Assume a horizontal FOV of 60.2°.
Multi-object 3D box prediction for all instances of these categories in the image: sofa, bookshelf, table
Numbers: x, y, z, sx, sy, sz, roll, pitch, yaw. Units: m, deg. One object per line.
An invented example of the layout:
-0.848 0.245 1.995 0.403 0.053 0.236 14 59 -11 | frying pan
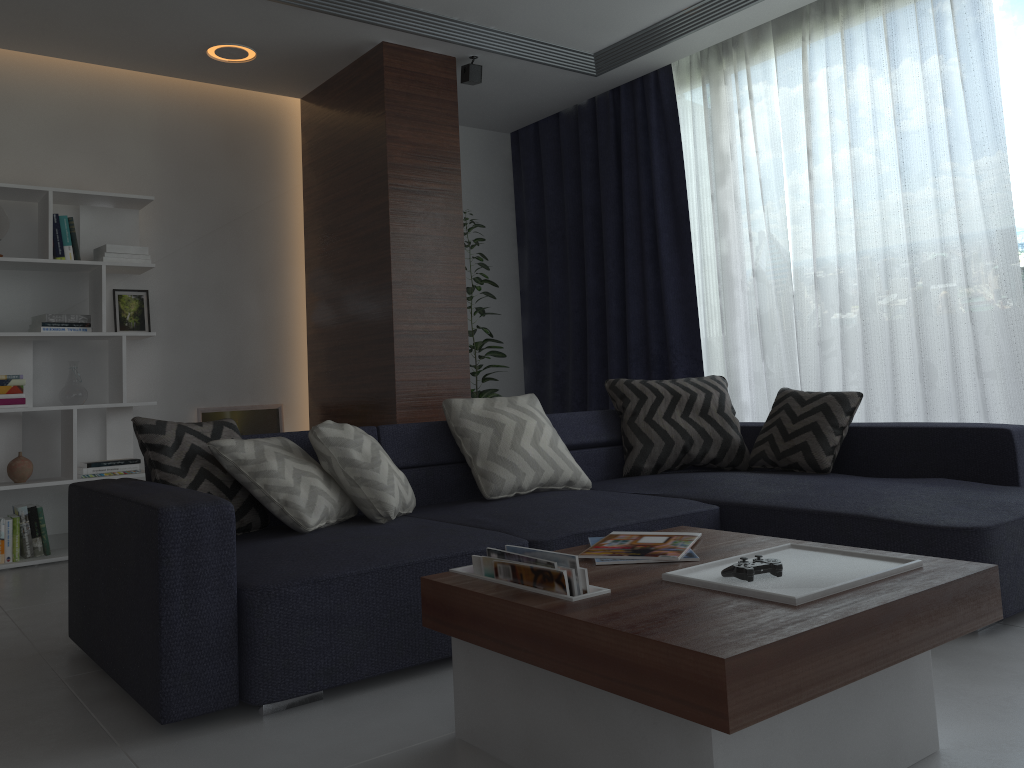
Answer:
0.337 0.417 2.849 2.873 0.612 1.889 -2 -1 -37 | sofa
-2.385 -0.049 4.334 1.150 1.833 0.298 0 -6 -37 | bookshelf
0.375 0.538 1.749 0.800 0.355 0.801 -2 -1 -37 | table

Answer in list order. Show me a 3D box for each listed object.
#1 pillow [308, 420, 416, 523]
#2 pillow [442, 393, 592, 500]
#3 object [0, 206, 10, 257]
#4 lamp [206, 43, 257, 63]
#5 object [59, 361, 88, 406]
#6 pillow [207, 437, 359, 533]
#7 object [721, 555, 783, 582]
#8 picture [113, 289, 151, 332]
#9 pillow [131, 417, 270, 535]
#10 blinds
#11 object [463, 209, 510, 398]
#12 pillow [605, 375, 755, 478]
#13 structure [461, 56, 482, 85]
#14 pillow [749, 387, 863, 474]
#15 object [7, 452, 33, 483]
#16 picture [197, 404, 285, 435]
-0.494 0.290 2.987 0.280 0.353 0.416 -3 -2 6 | pillow
0.011 0.237 3.450 0.495 0.391 0.340 -1 -4 -37 | pillow
-2.549 -0.706 4.245 0.235 0.386 0.218 -2 -4 -17 | object
-2.357 -1.685 0.212 5.323 0.085 9.578 -3 0 39 | lamp
-2.195 -0.002 4.422 0.132 0.221 0.131 0 -5 -31 | object
-0.704 0.307 2.794 0.329 0.296 0.414 -4 -2 15 | pillow
0.458 0.346 1.674 0.112 0.036 0.070 -2 -1 -24 | object
-2.057 -0.387 4.782 0.182 0.258 0.058 0 -6 -37 | picture
-0.944 0.283 2.741 0.221 0.388 0.414 -5 -3 23 | pillow
0.001 -0.657 2.036 5.801 2.790 7.097 -2 -1 -34 | blinds
-0.231 -0.163 5.394 0.502 1.859 0.480 -5 -5 21 | object
0.754 0.221 4.008 0.598 0.522 0.353 -3 -4 -7 | pillow
-0.225 -1.732 4.900 0.084 0.143 0.113 0 -4 -32 | structure
1.209 0.187 3.669 0.286 0.347 0.412 -1 -3 -32 | pillow
-2.374 0.402 4.264 0.111 0.148 0.122 0 -4 -40 | object
-1.531 0.476 5.055 0.500 0.704 0.083 0 -6 -37 | picture
